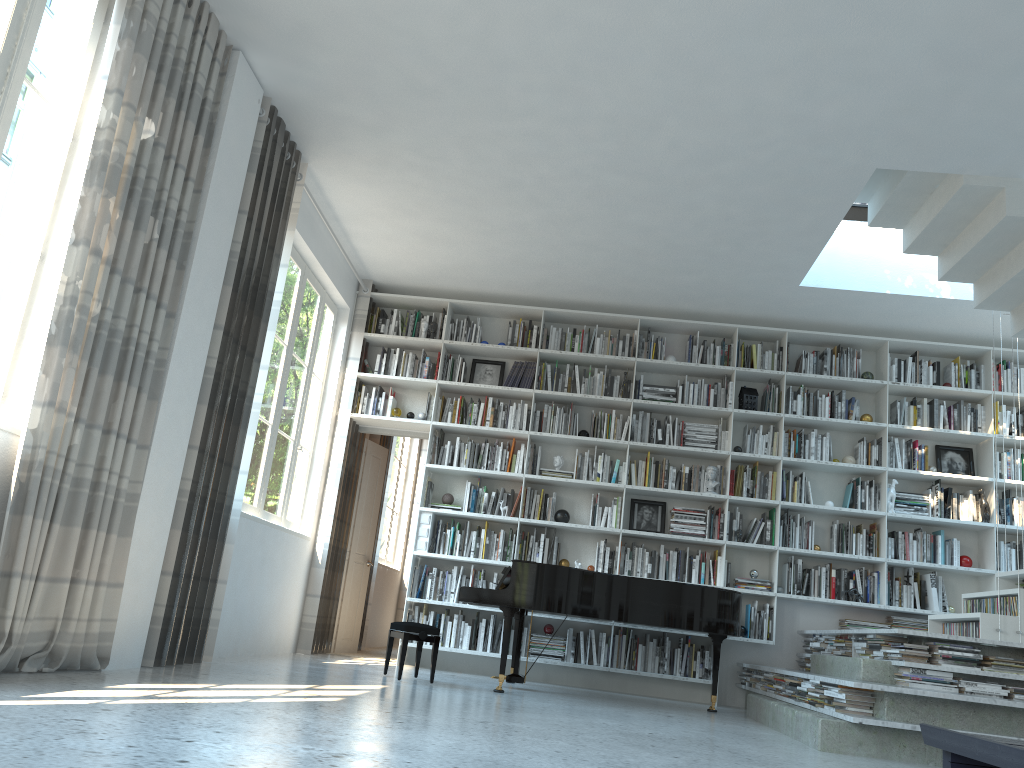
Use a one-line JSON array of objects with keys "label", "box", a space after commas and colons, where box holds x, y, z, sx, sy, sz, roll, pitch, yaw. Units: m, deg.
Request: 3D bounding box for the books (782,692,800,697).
[{"label": "books", "box": [1.789, 1.923, 5.466, 0.189, 0.009, 0.291, 5, -15, 8]}]

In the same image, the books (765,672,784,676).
[{"label": "books", "box": [1.852, 1.997, 6.087, 0.174, 0.011, 0.228, 6, -15, 4]}]

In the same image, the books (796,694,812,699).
[{"label": "books", "box": [1.780, 1.833, 5.173, 0.180, 0.008, 0.268, 6, -15, 4]}]

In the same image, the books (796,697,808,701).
[{"label": "books", "box": [1.783, 1.848, 5.168, 0.171, 0.005, 0.298, 6, -15, 4]}]

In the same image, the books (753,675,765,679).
[{"label": "books", "box": [1.862, 2.116, 6.379, 0.180, 0.015, 0.295, 6, -15, 3]}]

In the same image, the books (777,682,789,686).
[{"label": "books", "box": [1.836, 1.960, 5.775, 0.155, 0.009, 0.298, 5, -15, 6]}]

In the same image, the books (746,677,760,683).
[{"label": "books", "box": [1.871, 2.230, 6.668, 0.191, 0.028, 0.213, 4, -15, 9]}]

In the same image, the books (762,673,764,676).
[{"label": "books", "box": [1.887, 2.102, 6.381, 0.130, 0.018, 0.256, 5, -15, 8]}]

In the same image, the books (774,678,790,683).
[{"label": "books", "box": [1.826, 1.940, 5.782, 0.165, 0.014, 0.236, 7, -15, 0]}]

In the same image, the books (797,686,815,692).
[{"label": "books", "box": [1.783, 1.793, 5.183, 0.180, 0.016, 0.183, 6, -15, 2]}]

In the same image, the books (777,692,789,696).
[{"label": "books", "box": [1.818, 2.019, 5.761, 0.161, 0.008, 0.255, 4, -15, 10]}]

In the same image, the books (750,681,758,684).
[{"label": "books", "box": [1.889, 2.251, 6.661, 0.147, 0.012, 0.207, 7, -15, 0]}]

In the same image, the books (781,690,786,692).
[{"label": "books", "box": [1.842, 2.008, 5.762, 0.132, 0.009, 0.270, 5, -15, 6]}]

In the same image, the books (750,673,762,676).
[{"label": "books", "box": [1.893, 2.196, 6.676, 0.160, 0.009, 0.292, 5, -15, 7]}]

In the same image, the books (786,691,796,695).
[{"label": "books", "box": [1.808, 1.916, 5.467, 0.147, 0.008, 0.291, 7, -15, 1]}]

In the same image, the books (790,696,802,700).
[{"label": "books", "box": [1.808, 1.941, 5.460, 0.142, 0.012, 0.292, 4, -15, 9]}]

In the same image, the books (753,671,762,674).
[{"label": "books", "box": [1.909, 2.182, 6.679, 0.135, 0.014, 0.298, 5, -15, 6]}]

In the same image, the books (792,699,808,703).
[{"label": "books", "box": [1.765, 1.859, 5.166, 0.193, 0.005, 0.225, 7, -15, 1]}]

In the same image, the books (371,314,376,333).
[{"label": "books", "box": [-1.237, -0.500, 8.035, 0.023, 0.222, 0.151, 6, -15, 5]}]

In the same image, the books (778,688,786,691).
[{"label": "books", "box": [1.836, 1.996, 5.766, 0.130, 0.014, 0.250, 7, -15, 0]}]

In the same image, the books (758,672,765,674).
[{"label": "books", "box": [1.876, 2.089, 6.385, 0.159, 0.006, 0.286, 5, -15, 7]}]

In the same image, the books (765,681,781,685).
[{"label": "books", "box": [1.846, 2.058, 6.071, 0.159, 0.011, 0.247, 7, -15, 1]}]

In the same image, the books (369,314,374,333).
[{"label": "books", "box": [-1.260, -0.502, 8.048, 0.024, 0.227, 0.130, 6, -15, 5]}]

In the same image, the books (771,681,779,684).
[{"label": "books", "box": [1.861, 2.048, 6.073, 0.140, 0.013, 0.181, 5, -15, 8]}]

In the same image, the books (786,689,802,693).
[{"label": "books", "box": [1.801, 1.906, 5.470, 0.177, 0.011, 0.221, 5, -15, 7]}]

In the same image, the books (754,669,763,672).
[{"label": "books", "box": [1.906, 2.166, 6.683, 0.137, 0.018, 0.201, 4, -15, 9]}]

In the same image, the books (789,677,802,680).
[{"label": "books", "box": [1.820, 1.830, 5.489, 0.160, 0.008, 0.239, 5, -15, 6]}]

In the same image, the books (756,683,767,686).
[{"label": "books", "box": [1.863, 2.168, 6.365, 0.172, 0.014, 0.221, 5, -15, 6]}]

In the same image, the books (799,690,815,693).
[{"label": "books", "box": [1.784, 1.804, 5.180, 0.171, 0.007, 0.261, 5, -15, 8]}]

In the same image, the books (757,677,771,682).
[{"label": "books", "box": [1.863, 2.133, 6.374, 0.171, 0.020, 0.194, 4, -15, 9]}]

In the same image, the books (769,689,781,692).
[{"label": "books", "box": [1.854, 2.099, 6.059, 0.140, 0.008, 0.284, 6, -15, 3]}]

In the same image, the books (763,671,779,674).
[{"label": "books", "box": [1.839, 1.988, 6.091, 0.193, 0.005, 0.225, 7, -15, 1]}]

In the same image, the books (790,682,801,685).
[{"label": "books", "box": [1.822, 1.858, 5.481, 0.150, 0.008, 0.218, 6, -15, 4]}]

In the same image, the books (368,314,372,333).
[{"label": "books", "box": [-1.280, -0.505, 8.027, 0.014, 0.218, 0.189, 6, -15, 5]}]

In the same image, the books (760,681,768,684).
[{"label": "books", "box": [1.877, 2.150, 6.369, 0.147, 0.012, 0.207, 5, -15, 6]}]

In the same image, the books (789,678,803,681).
[{"label": "books", "box": [1.823, 1.837, 5.487, 0.157, 0.007, 0.269, 6, -15, 5]}]

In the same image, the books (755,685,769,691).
[{"label": "books", "box": [1.854, 2.187, 6.360, 0.177, 0.026, 0.231, 5, -15, 8]}]

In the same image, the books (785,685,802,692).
[{"label": "books", "box": [1.805, 1.889, 5.474, 0.160, 0.025, 0.244, 7, -15, 0]}]

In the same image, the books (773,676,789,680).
[{"label": "books", "box": [1.824, 1.927, 5.785, 0.179, 0.012, 0.250, 6, -15, 2]}]

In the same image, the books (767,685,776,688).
[{"label": "books", "box": [1.849, 2.077, 6.066, 0.165, 0.012, 0.205, 6, -15, 5]}]

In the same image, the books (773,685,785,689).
[{"label": "books", "box": [1.820, 1.982, 5.771, 0.182, 0.013, 0.288, 5, -15, 6]}]

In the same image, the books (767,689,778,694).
[{"label": "books", "box": [1.845, 2.109, 6.057, 0.157, 0.014, 0.181, 6, -15, 2]}]

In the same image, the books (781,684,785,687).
[{"label": "books", "box": [1.843, 1.971, 5.772, 0.140, 0.013, 0.181, 5, -15, 6]}]

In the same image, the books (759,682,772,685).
[{"label": "books", "box": [1.877, 2.159, 6.366, 0.149, 0.007, 0.301, 6, -15, 5]}]

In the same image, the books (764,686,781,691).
[{"label": "books", "box": [1.843, 2.088, 6.063, 0.159, 0.012, 0.293, 6, -15, 2]}]

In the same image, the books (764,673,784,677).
[{"label": "books", "box": [1.848, 2.009, 6.084, 0.171, 0.015, 0.253, 6, -15, 2]}]

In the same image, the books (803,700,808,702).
[{"label": "books", "box": [1.786, 1.855, 5.166, 0.147, 0.008, 0.237, 4, -15, 10]}]

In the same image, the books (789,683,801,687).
[{"label": "books", "box": [1.818, 1.870, 5.478, 0.142, 0.017, 0.240, 7, -15, 1]}]

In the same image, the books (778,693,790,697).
[{"label": "books", "box": [1.832, 2.028, 5.757, 0.147, 0.008, 0.237, 6, -15, 4]}]

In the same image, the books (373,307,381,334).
[{"label": "books", "box": [-1.216, -0.531, 8.032, 0.014, 0.285, 0.175, 6, -15, 5]}]

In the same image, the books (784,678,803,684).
[{"label": "books", "box": [1.808, 1.846, 5.486, 0.170, 0.014, 0.282, 6, -15, 2]}]

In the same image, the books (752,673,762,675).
[{"label": "books", "box": [1.903, 2.191, 6.677, 0.126, 0.005, 0.291, 7, -15, 0]}]

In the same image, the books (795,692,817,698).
[{"label": "books", "box": [1.776, 1.823, 5.176, 0.189, 0.013, 0.215, 6, -15, 3]}]

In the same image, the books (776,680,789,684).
[{"label": "books", "box": [1.833, 1.951, 5.778, 0.169, 0.009, 0.242, 6, -15, 5]}]

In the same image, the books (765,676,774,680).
[{"label": "books", "box": [1.839, 2.023, 6.081, 0.182, 0.016, 0.199, 4, -15, 10]}]

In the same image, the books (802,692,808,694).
[{"label": "books", "box": [1.800, 1.814, 5.176, 0.145, 0.010, 0.267, 6, -15, 4]}]

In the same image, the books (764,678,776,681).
[{"label": "books", "box": [1.844, 2.036, 6.077, 0.169, 0.009, 0.242, 7, -15, 1]}]

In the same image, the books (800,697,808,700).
[{"label": "books", "box": [1.785, 1.842, 5.170, 0.159, 0.009, 0.276, 5, -15, 8]}]

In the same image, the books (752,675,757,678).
[{"label": "books", "box": [1.903, 2.210, 6.671, 0.143, 0.019, 0.231, 5, -15, 6]}]
